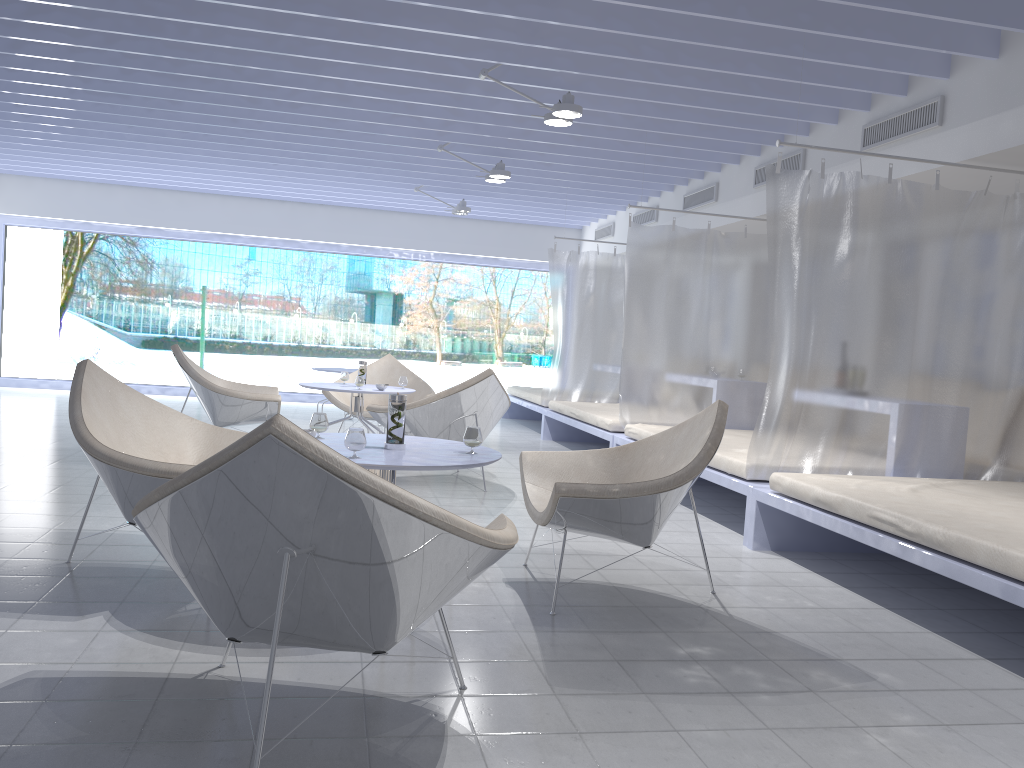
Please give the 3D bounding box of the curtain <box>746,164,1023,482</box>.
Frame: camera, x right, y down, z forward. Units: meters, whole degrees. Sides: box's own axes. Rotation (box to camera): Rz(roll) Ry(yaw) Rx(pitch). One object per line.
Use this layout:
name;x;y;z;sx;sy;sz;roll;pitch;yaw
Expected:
curtain;2.159;-0.245;4.497;2.050;1.552;0.151;3;3;-12

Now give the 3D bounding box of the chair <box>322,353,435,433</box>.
chair;-1.079;0.129;7.354;0.906;0.759;0.753;4;3;-1

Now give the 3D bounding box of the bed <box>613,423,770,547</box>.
bed;1.946;0.586;5.630;2.022;0.422;2.200;3;3;-12

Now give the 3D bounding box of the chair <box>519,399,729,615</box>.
chair;0.453;0.418;3.412;0.753;0.759;0.906;4;3;-8

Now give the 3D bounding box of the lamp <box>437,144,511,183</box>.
lamp;-0.313;-1.782;7.142;0.587;0.218;0.380;3;3;-12

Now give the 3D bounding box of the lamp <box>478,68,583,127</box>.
lamp;0.097;-1.658;5.097;0.587;0.218;0.380;3;3;-12

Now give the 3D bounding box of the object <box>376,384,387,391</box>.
object;-0.900;0.023;6.111;0.082;0.043;0.082;1;4;-43

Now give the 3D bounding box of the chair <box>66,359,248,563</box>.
chair;-1.255;0.309;3.232;0.753;0.759;0.906;4;3;6

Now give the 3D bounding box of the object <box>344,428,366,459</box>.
object;-0.486;0.184;2.753;0.068;0.091;0.068;3;3;-22

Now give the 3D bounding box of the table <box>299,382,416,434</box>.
table;-1.120;0.287;6.348;0.825;0.534;0.823;3;3;-20

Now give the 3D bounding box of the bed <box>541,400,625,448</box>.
bed;1.498;0.453;7.786;2.016;0.427;2.200;3;3;-12

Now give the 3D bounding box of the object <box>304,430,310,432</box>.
object;-0.741;0.158;3.025;0.098;0.016;0.012;3;3;-12

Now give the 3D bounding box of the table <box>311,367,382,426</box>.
table;-1.637;0.127;9.018;0.825;0.534;0.823;6;3;35

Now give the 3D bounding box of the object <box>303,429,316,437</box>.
object;-0.711;0.180;3.028;0.082;0.043;0.082;3;3;-10

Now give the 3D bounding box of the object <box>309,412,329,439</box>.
object;-0.692;0.150;3.181;0.068;0.091;0.068;3;3;-22

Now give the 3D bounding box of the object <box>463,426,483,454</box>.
object;-0.135;0.193;3.061;0.068;0.091;0.068;3;3;-22

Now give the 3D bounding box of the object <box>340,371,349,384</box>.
object;-1.240;-0.046;6.571;0.068;0.091;0.068;4;3;11

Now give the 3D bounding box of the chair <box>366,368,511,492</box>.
chair;-0.378;0.254;5.712;0.906;0.759;0.753;2;4;-41

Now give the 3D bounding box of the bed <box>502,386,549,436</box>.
bed;1.079;0.326;9.952;2.022;0.422;2.200;3;3;-12

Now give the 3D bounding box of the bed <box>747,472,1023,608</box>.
bed;2.364;0.713;3.464;2.016;0.427;2.200;3;3;-12

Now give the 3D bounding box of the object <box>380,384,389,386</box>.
object;-0.879;0.006;6.084;0.098;0.016;0.012;7;4;45

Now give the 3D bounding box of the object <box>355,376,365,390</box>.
object;-1.036;-0.007;6.039;0.068;0.091;0.068;5;3;17

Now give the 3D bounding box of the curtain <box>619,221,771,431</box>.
curtain;1.765;-0.351;6.658;1.998;1.559;0.125;3;3;-13

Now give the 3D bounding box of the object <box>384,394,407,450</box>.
object;-0.396;0.130;3.037;0.075;0.185;0.075;6;4;41

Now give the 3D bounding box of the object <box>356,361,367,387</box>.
object;-1.074;-0.073;6.360;0.075;0.189;0.075;3;3;-20

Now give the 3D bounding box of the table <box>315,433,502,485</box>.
table;-0.464;0.484;3.068;0.825;0.534;0.823;2;3;-35

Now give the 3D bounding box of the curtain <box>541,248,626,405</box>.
curtain;1.292;-0.505;8.820;2.050;1.552;0.151;3;3;-12

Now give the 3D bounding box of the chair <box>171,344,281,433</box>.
chair;-2.015;0.118;6.205;0.753;0.759;0.906;3;3;-16

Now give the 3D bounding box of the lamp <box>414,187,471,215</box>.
lamp;-0.727;-1.906;9.207;0.587;0.218;0.380;3;3;-12

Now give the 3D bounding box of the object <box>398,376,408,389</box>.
object;-0.791;-0.009;6.447;0.068;0.091;0.068;3;3;-19

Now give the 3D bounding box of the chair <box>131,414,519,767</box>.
chair;-0.450;0.420;2.025;0.906;0.759;0.753;4;3;3
